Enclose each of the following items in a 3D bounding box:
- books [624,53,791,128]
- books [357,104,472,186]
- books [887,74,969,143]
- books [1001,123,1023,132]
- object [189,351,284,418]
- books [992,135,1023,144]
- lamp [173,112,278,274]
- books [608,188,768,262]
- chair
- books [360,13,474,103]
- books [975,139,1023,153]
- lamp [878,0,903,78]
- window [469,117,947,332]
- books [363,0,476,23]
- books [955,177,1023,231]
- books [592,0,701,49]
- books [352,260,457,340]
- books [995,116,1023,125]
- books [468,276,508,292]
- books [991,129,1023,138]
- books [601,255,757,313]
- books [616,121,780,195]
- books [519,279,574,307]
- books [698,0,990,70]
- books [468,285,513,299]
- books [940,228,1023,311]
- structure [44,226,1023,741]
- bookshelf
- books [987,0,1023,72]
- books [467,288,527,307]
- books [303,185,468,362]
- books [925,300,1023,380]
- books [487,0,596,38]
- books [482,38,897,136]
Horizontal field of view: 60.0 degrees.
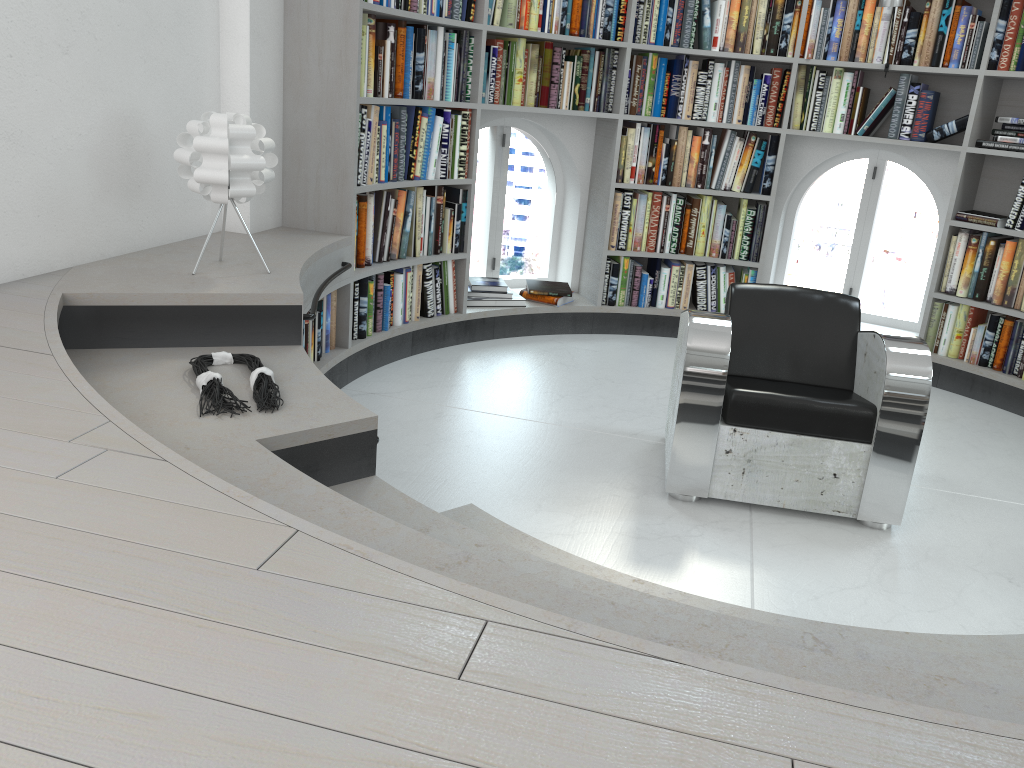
[{"bbox_3d":[1.099,-1.703,5.133,1.028,0.356,0.303,5,18,-2],"label":"books"},{"bbox_3d":[-0.557,-1.156,4.253,0.261,0.356,1.025,15,21,28],"label":"books"},{"bbox_3d":[2.274,-1.467,4.751,0.400,0.338,0.225,16,21,31],"label":"books"},{"bbox_3d":[2.656,-1.292,4.496,0.213,0.036,0.228,-4,21,-26],"label":"books"},{"bbox_3d":[-0.771,-0.007,2.461,0.218,0.081,0.477,-3,20,-23],"label":"object"},{"bbox_3d":[2.651,-1.233,4.514,0.270,0.031,0.287,-11,24,-40],"label":"books"},{"bbox_3d":[-0.962,-0.644,2.994,0.305,0.520,0.308,5,18,1],"label":"lamp"},{"bbox_3d":[1.047,-0.966,5.320,1.031,0.354,0.295,4,18,-2],"label":"books"},{"bbox_3d":[1.041,0.031,3.399,0.823,0.713,0.747,7,18,7],"label":"chair"},{"bbox_3d":[-0.548,-1.528,4.184,0.304,0.345,1.094,14,21,26],"label":"books"},{"bbox_3d":[2.648,-1.202,4.524,0.366,0.042,0.390,-9,23,-35],"label":"books"},{"bbox_3d":[1.931,-1.878,4.552,0.113,0.562,0.360,11,19,18],"label":"lamp"},{"bbox_3d":[1.022,-1.004,5.406,3.230,1.141,0.622,5,17,-1],"label":"window"},{"bbox_3d":[-0.513,-1.887,4.049,0.301,0.358,1.038,15,21,27],"label":"books"},{"bbox_3d":[2.723,-0.894,4.345,0.252,0.349,0.980,-7,22,-33],"label":"books"},{"bbox_3d":[0.720,-2.078,4.966,0.682,0.343,0.267,2,18,-10],"label":"books"},{"bbox_3d":[-0.619,-0.475,4.538,0.283,0.317,0.923,15,21,29],"label":"books"},{"bbox_3d":[2.659,-1.322,4.487,0.269,0.031,0.288,3,19,-7],"label":"books"},{"bbox_3d":[-0.147,-0.585,5.198,0.213,0.036,0.228,2,19,-10],"label":"books"},{"bbox_3d":[2.653,-1.262,4.505,0.269,0.031,0.288,-4,21,-26],"label":"books"},{"bbox_3d":[0.999,-0.623,5.421,1.019,0.304,0.290,4,18,-3],"label":"books"},{"bbox_3d":[1.067,-1.331,5.204,0.997,0.349,0.300,4,18,-4],"label":"books"},{"bbox_3d":[0.215,-0.546,5.301,0.318,0.099,0.294,10,19,13],"label":"books"},{"bbox_3d":[1.782,-1.957,4.857,1.568,0.364,0.396,11,19,17],"label":"books"},{"bbox_3d":[-0.150,-0.555,5.207,0.269,0.031,0.288,2,19,-10],"label":"books"},{"bbox_3d":[2.653,-0.561,4.530,0.272,0.348,0.878,-7,22,-34],"label":"books"},{"bbox_3d":[0.948,0.056,3.316,4.715,0.687,4.743,-6,22,-31],"label":"structure"},{"bbox_3d":[1.348,-1.072,4.379,4.337,1.865,2.124,9,18,12],"label":"bookshelf"},{"bbox_3d":[2.763,-1.643,4.180,0.306,0.364,0.976,-6,22,-32],"label":"books"},{"bbox_3d":[-0.153,-0.523,5.217,0.365,0.042,0.391,-2,20,-20],"label":"books"},{"bbox_3d":[-0.726,-0.569,4.189,0.391,0.690,1.651,12,20,21],"label":"books"},{"bbox_3d":[2.726,-0.122,4.384,0.360,0.308,1.509,-3,20,-24],"label":"books"},{"bbox_3d":[0.096,-2.052,4.691,0.794,0.370,0.271,-7,21,-32],"label":"books"},{"bbox_3d":[0.900,-1.652,4.949,2.528,0.368,0.596,3,18,-6],"label":"books"}]
